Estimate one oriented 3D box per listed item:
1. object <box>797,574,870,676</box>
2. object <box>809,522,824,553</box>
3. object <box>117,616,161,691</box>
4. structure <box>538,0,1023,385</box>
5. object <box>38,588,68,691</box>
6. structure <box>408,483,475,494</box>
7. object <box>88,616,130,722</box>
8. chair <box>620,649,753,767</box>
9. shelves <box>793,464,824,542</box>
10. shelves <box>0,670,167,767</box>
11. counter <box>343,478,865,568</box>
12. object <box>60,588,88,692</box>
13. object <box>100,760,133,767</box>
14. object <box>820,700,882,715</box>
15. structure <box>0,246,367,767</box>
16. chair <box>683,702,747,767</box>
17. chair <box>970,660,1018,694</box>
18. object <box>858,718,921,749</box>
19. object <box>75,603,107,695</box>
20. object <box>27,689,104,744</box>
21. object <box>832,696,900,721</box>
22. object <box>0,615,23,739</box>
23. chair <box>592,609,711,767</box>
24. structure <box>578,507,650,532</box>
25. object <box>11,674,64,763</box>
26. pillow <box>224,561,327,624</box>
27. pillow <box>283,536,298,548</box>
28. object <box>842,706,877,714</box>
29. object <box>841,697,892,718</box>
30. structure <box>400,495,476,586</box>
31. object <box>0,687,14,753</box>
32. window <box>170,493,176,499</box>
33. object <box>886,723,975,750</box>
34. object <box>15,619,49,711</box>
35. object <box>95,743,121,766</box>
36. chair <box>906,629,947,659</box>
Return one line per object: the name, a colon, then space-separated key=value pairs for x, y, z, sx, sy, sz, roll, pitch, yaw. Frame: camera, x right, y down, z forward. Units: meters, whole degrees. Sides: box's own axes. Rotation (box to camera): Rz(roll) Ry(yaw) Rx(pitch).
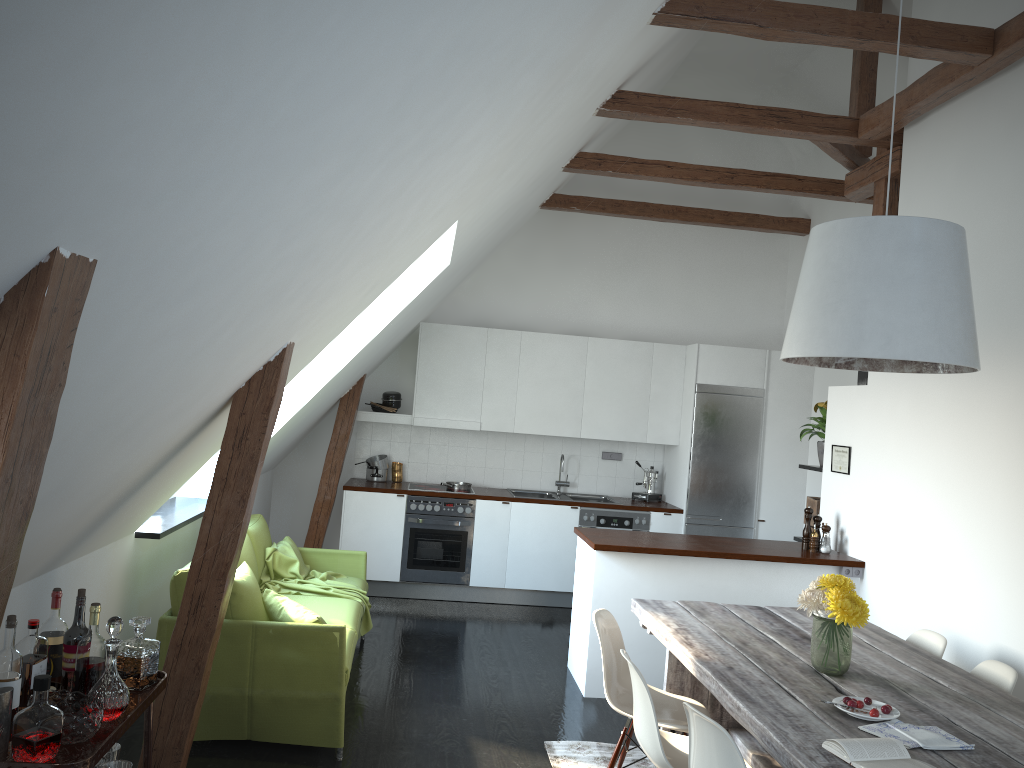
object: x=1.217 y=0.905 z=3.357 sx=0.233 sy=0.365 sz=0.293 roll=6 pitch=-2 yaw=-35
object: x=1.945 y=0.978 z=5.678 sx=0.080 sy=0.192 sz=0.058 roll=5 pitch=-2 yaw=-22
object: x=-1.192 y=0.852 z=2.823 sx=0.101 sy=0.211 sz=0.101 roll=4 pitch=-1 yaw=10
structure: x=4.185 y=-1.733 z=0.413 sx=10.230 sy=3.562 sz=15.910 roll=5 pitch=-1 yaw=0
object: x=-1.418 y=0.785 z=2.739 sx=0.081 sy=0.308 sz=0.081 roll=5 pitch=-1 yaw=-14
structure: x=-0.625 y=0.938 z=7.796 sx=0.574 sy=0.041 sz=0.504 roll=5 pitch=-1 yaw=-5
object: x=-1.143 y=0.809 z=2.528 sx=0.114 sy=0.292 sz=0.114 roll=6 pitch=-2 yaw=-33
chair: x=0.648 y=1.427 z=3.317 sx=0.542 sy=0.801 sz=0.465 roll=5 pitch=-1 yaw=-5
shelves: x=2.417 y=0.884 z=6.292 sx=0.660 sy=0.553 sz=0.408 roll=5 pitch=-1 yaw=-5
shelves: x=-1.309 y=1.286 z=2.526 sx=0.438 sy=0.732 sz=0.803 roll=5 pitch=-1 yaw=-9
counter: x=0.333 y=0.992 z=6.777 sx=3.365 sy=0.038 sz=3.085 roll=5 pitch=-1 yaw=-5
object: x=-1.304 y=0.780 z=2.659 sx=0.080 sy=0.329 sz=0.080 roll=5 pitch=-1 yaw=-15
object: x=-1.210 y=1.213 z=2.701 sx=0.092 sy=0.099 sz=0.092 roll=5 pitch=-2 yaw=-28
object: x=1.096 y=1.045 z=2.869 sx=0.194 sy=0.022 sz=0.019 roll=4 pitch=-1 yaw=10
structure: x=-1.234 y=0.664 z=1.526 sx=1.023 sy=1.963 sz=12.350 roll=5 pitch=-1 yaw=-5
chair: x=0.787 y=1.426 z=2.808 sx=0.542 sy=0.801 sz=0.465 roll=5 pitch=-2 yaw=-20
chair: x=1.717 y=1.520 z=3.603 sx=0.542 sy=0.801 sz=0.465 roll=5 pitch=-1 yaw=0
object: x=1.185 y=1.063 z=2.702 sx=0.182 sy=0.014 sz=0.185 roll=5 pitch=-2 yaw=-31
object: x=-1.236 y=0.797 z=2.604 sx=0.081 sy=0.307 sz=0.081 roll=5 pitch=-1 yaw=0
object: x=-1.205 y=0.900 z=2.388 sx=0.245 sy=0.092 sz=0.151 roll=4 pitch=-2 yaw=23
object: x=1.149 y=1.061 z=2.880 sx=0.205 sy=0.024 sz=0.205 roll=5 pitch=-1 yaw=-13
object: x=-1.341 y=0.775 z=2.351 sx=0.073 sy=0.320 sz=0.073 roll=5 pitch=-1 yaw=-15
chair: x=0.595 y=1.438 z=3.892 sx=0.542 sy=0.801 sz=0.465 roll=4 pitch=-2 yaw=20
structure: x=0.838 y=1.445 z=7.858 sx=0.612 sy=0.725 sz=0.582 roll=5 pitch=-1 yaw=-5
object: x=-1.191 y=0.840 z=2.232 sx=0.087 sy=0.206 sz=0.087 roll=4 pitch=-2 yaw=20
pillow: x=-1.125 y=1.105 z=4.344 sx=0.600 sy=0.387 sz=0.475 roll=5 pitch=-1 yaw=-8
pillow: x=-1.471 y=1.175 z=5.842 sx=0.210 sy=0.275 sz=0.462 roll=5 pitch=-1 yaw=-8
object: x=1.133 y=1.055 z=2.877 sx=0.110 sy=0.011 sz=0.058 roll=5 pitch=-1 yaw=-2
object: x=1.162 y=1.050 z=2.892 sx=0.132 sy=0.034 sz=0.144 roll=6 pitch=-2 yaw=-34
structure: x=-0.654 y=1.329 z=7.801 sx=0.583 sy=0.725 sz=0.749 roll=5 pitch=-1 yaw=-5
object: x=-1.326 y=0.844 z=2.231 sx=0.052 sy=0.182 sz=0.135 roll=4 pitch=-2 yaw=31
window: x=1.313 y=-1.233 z=1.963 sx=5.959 sy=4.249 sz=8.018 roll=5 pitch=-1 yaw=-5
object: x=1.270 y=1.068 z=2.694 sx=0.182 sy=0.016 sz=0.179 roll=5 pitch=-1 yaw=-11
object: x=-1.387 y=0.808 z=2.551 sx=0.067 sy=0.257 sz=0.099 roll=5 pitch=-1 yaw=0
object: x=-1.283 y=1.198 z=2.782 sx=0.095 sy=0.119 sz=0.095 roll=6 pitch=-2 yaw=-44
chair: x=1.672 y=1.529 z=4.074 sx=0.542 sy=0.801 sz=0.465 roll=5 pitch=-1 yaw=-5
